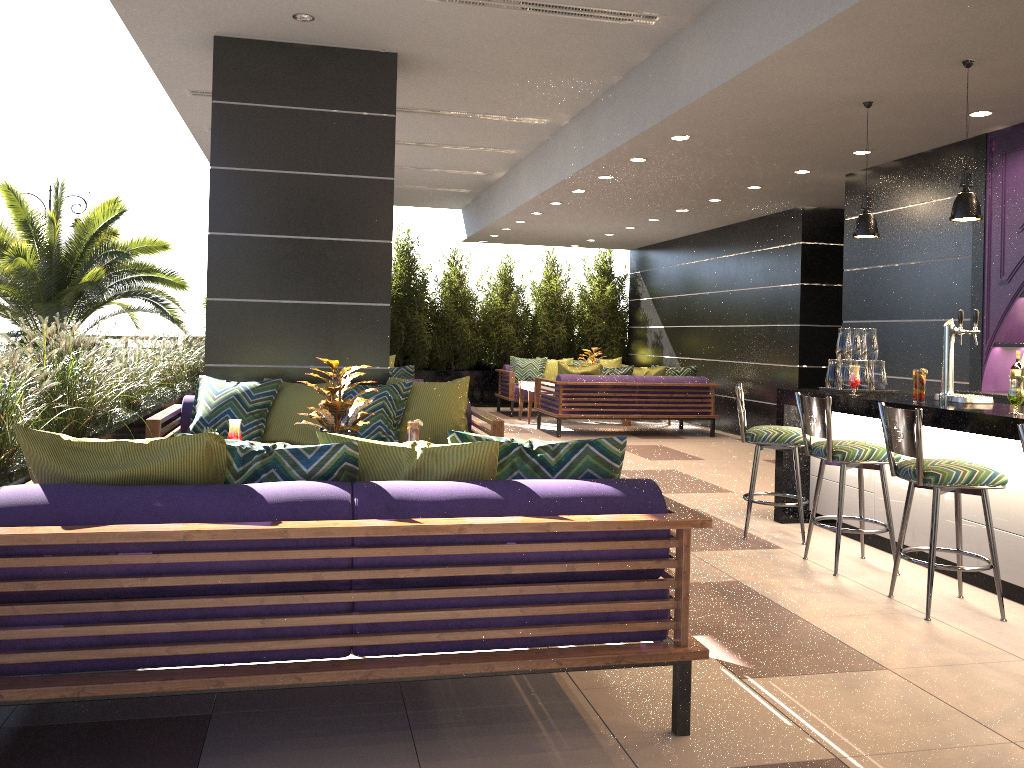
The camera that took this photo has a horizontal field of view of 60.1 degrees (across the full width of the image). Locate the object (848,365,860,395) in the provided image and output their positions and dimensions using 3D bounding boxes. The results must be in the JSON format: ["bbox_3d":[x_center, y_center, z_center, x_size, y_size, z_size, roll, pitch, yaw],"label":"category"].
[{"bbox_3d":[2.111,-0.023,5.458,0.068,0.181,0.069,1,0,-41],"label":"object"}]

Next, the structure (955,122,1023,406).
[{"bbox_3d":[3.915,-0.301,4.240,0.530,2.760,4.635,2,2,-13],"label":"structure"}]

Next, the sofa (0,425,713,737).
[{"bbox_3d":[-0.557,0.575,2.993,2.125,0.920,1.120,1,2,-13],"label":"sofa"}]

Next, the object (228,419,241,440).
[{"bbox_3d":[-1.455,0.278,4.642,0.068,0.181,0.069,1,0,-30],"label":"object"}]

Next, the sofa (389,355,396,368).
[{"bbox_3d":[-2.479,0.064,11.530,2.125,0.920,1.120,1,2,-13],"label":"sofa"}]

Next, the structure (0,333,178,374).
[{"bbox_3d":[-9.427,0.213,4.192,12.912,1.058,17.521,1,3,-13],"label":"structure"}]

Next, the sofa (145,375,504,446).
[{"bbox_3d":[-1.204,0.403,5.869,2.125,0.920,1.120,1,2,-13],"label":"sofa"}]

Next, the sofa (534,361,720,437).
[{"bbox_3d":[1.447,0.170,11.409,2.125,0.920,1.120,1,2,-13],"label":"sofa"}]

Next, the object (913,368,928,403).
[{"bbox_3d":[2.241,0.008,4.866,0.067,0.190,0.084,1,0,12],"label":"object"}]

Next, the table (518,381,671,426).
[{"bbox_3d":[1.181,0.279,12.641,2.036,0.554,0.942,1,2,-13],"label":"table"}]

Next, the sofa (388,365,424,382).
[{"bbox_3d":[-1.915,0.214,9.024,2.125,0.920,1.120,1,2,-13],"label":"sofa"}]

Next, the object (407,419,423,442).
[{"bbox_3d":[-0.530,0.288,4.814,0.084,0.190,0.067,1,0,12],"label":"object"}]

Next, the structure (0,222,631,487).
[{"bbox_3d":[1.101,-0.519,3.565,7.813,3.121,24.754,1,3,-13],"label":"structure"}]

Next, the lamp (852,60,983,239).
[{"bbox_3d":[2.370,-1.343,5.228,0.192,0.864,1.082,2,2,-13],"label":"lamp"}]

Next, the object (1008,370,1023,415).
[{"bbox_3d":[2.394,0.038,4.203,0.068,0.211,0.069,2,0,-30],"label":"object"}]

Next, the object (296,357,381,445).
[{"bbox_3d":[-0.870,0.134,4.402,0.430,0.526,0.425,1,1,-1],"label":"object"}]

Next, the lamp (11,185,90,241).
[{"bbox_3d":[-7.060,-1.363,13.447,1.121,3.329,0.264,1,0,-13],"label":"lamp"}]

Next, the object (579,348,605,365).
[{"bbox_3d":[1.150,-0.261,12.625,0.430,0.526,0.425,2,1,4],"label":"object"}]

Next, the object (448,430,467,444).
[{"bbox_3d":[-0.261,0.319,4.295,0.106,0.197,0.106,2,0,15],"label":"object"}]

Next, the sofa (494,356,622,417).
[{"bbox_3d":[0.883,0.020,13.914,2.125,0.920,1.120,1,2,-13],"label":"sofa"}]

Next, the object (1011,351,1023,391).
[{"bbox_3d":[3.547,-0.084,6.207,0.086,0.299,0.086,1,0,36],"label":"object"}]

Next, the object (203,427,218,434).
[{"bbox_3d":[-1.370,0.299,4.020,0.068,0.211,0.069,2,0,-30],"label":"object"}]

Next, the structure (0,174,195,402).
[{"bbox_3d":[-6.232,-1.245,11.976,3.754,3.304,3.800,2,2,30],"label":"structure"}]
